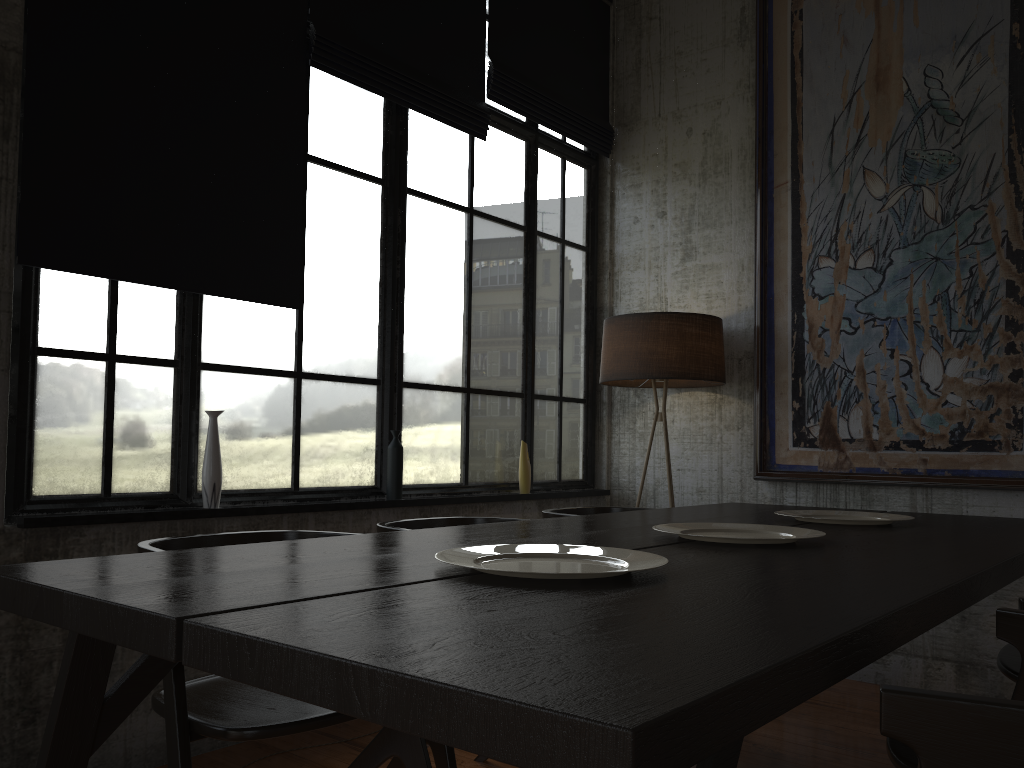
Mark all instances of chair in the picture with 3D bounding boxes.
[{"bbox_3d":[-0.656,0.952,2.519,0.770,0.992,0.879,-1,-4,38],"label":"chair"},{"bbox_3d":[0.538,1.080,4.018,0.770,0.992,0.879,-1,-4,39],"label":"chair"},{"bbox_3d":[0.722,0.888,1.312,0.770,0.992,0.879,-1,-4,39],"label":"chair"},{"bbox_3d":[1.982,1.017,2.811,0.769,0.992,0.879,-1,-4,35],"label":"chair"},{"bbox_3d":[-0.092,1.012,3.220,0.770,0.992,0.879,-1,-4,39],"label":"chair"},{"bbox_3d":[1.286,0.948,2.013,0.770,0.992,0.879,-1,-4,38],"label":"chair"}]

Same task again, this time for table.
[{"bbox_3d":[0.640,0.985,2.780,1.639,1.004,3.707,-2,-5,39],"label":"table"}]

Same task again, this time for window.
[{"bbox_3d":[-0.592,-1.075,4.660,0.050,3.430,3.817,-1,-4,39],"label":"window"}]

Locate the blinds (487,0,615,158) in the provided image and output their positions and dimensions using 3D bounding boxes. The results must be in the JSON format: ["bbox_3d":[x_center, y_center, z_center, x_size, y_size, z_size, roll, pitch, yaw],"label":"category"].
[{"bbox_3d":[0.288,-2.169,5.622,0.052,1.140,1.298,-1,-4,39],"label":"blinds"}]

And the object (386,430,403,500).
[{"bbox_3d":[-0.592,0.412,4.490,0.080,0.351,0.080,2,-3,-20],"label":"object"}]

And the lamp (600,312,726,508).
[{"bbox_3d":[0.897,0.642,5.340,0.753,2.053,0.753,3,-3,-39],"label":"lamp"}]

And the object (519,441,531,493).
[{"bbox_3d":[0.078,0.498,5.320,0.073,0.318,0.074,1,-2,1],"label":"object"}]

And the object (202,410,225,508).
[{"bbox_3d":[-1.245,0.312,3.686,0.082,0.410,0.082,1,-2,-1],"label":"object"}]

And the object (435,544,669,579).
[{"bbox_3d":[0.088,0.404,2.015,0.527,0.024,0.527,5,-5,-41],"label":"object"}]

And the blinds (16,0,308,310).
[{"bbox_3d":[-1.329,-1.644,3.630,0.034,2.530,1.217,-1,-3,39],"label":"blinds"}]

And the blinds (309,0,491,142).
[{"bbox_3d":[-0.522,-2.128,4.611,0.052,1.396,1.256,-1,-4,39],"label":"blinds"}]

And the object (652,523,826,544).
[{"bbox_3d":[0.707,0.471,2.785,0.527,0.024,0.527,5,-5,-41],"label":"object"}]

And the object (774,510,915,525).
[{"bbox_3d":[1.327,0.537,3.555,0.527,0.024,0.527,5,-5,-41],"label":"object"}]

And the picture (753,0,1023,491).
[{"bbox_3d":[2.129,-1.001,4.870,1.656,3.116,0.142,-1,-3,39],"label":"picture"}]
